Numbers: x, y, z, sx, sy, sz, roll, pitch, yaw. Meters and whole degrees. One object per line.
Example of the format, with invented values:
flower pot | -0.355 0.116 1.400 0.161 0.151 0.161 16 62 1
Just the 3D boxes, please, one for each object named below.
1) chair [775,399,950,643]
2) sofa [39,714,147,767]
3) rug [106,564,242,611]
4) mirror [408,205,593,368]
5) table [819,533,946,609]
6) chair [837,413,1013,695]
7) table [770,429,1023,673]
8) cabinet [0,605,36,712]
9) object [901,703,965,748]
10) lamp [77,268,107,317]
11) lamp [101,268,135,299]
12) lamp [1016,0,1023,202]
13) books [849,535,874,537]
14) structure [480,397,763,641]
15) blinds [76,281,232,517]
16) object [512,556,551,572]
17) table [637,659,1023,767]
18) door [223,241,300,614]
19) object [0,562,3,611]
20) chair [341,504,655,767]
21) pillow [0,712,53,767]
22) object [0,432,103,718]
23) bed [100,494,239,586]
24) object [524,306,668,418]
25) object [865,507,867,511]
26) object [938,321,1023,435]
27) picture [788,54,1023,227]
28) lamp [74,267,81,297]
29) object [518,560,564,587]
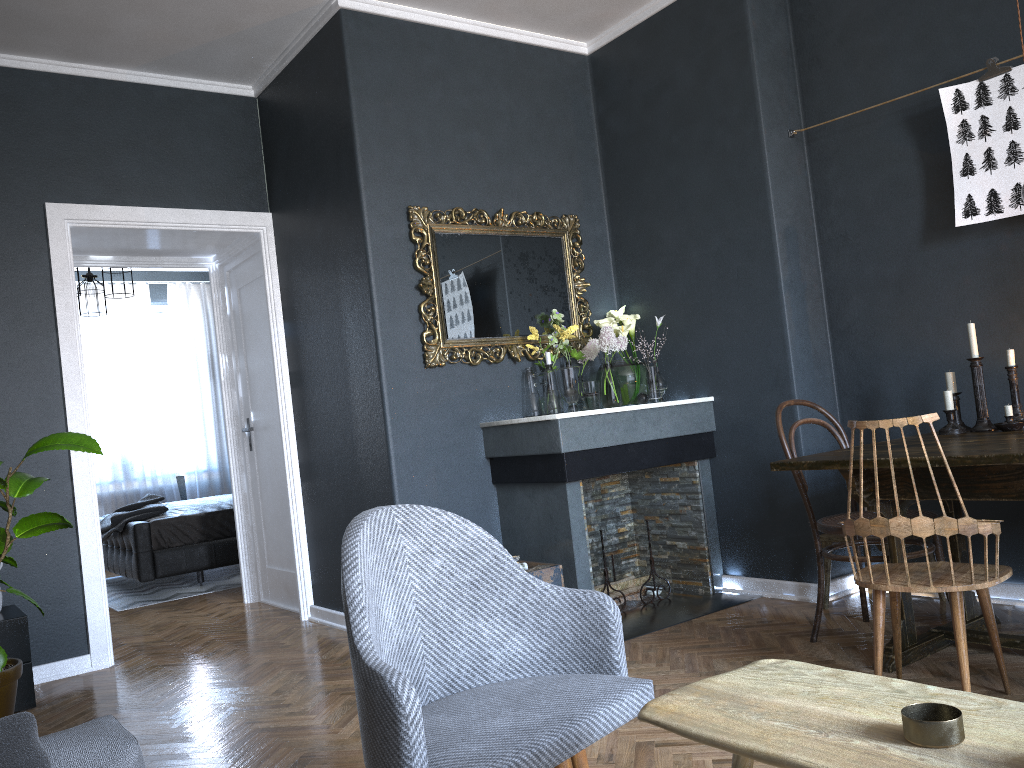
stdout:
chair | 1.329 0.493 3.340 0.437 0.920 0.550 -5 -2 -33
sofa | -0.250 0.600 0.188 0.969 0.798 2.343 -5 -3 -36
rug | -2.633 1.576 7.179 1.457 0.013 2.047 -5 -3 -36
mirror | -0.021 -0.495 4.469 1.056 0.784 0.067 -5 -2 -36
table | 1.577 0.790 3.803 0.364 0.317 0.370 -5 -3 -36
chair | 1.202 0.513 2.599 0.456 0.856 0.383 -8 -2 40
table | 1.823 0.505 2.653 1.125 0.727 1.606 -5 -3 -35
cabinet | -2.387 1.201 3.677 0.650 0.390 0.457 -5 -3 -36
object | 0.559 0.372 0.877 0.103 0.033 0.369 -5 -3 -25
lamp | -3.559 -0.951 7.464 0.210 0.746 0.210 -6 -2 -22
lamp | -2.988 -1.039 6.662 0.210 0.769 0.210 -6 -2 -22
lamp | 1.030 -1.275 2.511 1.590 1.573 0.583 -6 -2 -4
books | 1.551 0.627 3.823 0.219 0.013 0.272 -7 -2 11
structure | 0.525 0.605 4.283 1.065 0.980 0.835 -5 -2 -36
blinds | -4.213 0.405 8.530 3.990 2.787 0.313 -5 -2 -36
object | -0.085 0.901 3.919 0.369 0.246 0.533 -5 -3 -35
table | 0.537 0.671 0.994 0.339 0.549 0.788 -5 -2 -36
door | -1.473 0.264 5.390 0.162 2.186 0.858 -5 -2 -36
object | -2.337 0.869 3.788 0.228 0.268 0.229 -6 -2 -2
chair | -0.059 0.636 1.723 0.495 0.811 0.644 -8 -2 33
pillow | -0.584 0.481 0.731 0.442 0.361 0.798 -6 -2 -18
object | -2.108 0.390 3.073 1.117 1.898 0.764 -5 -2 -42
bed | -2.301 0.968 7.520 2.373 1.161 2.268 -5 -3 -36
object | 0.437 -0.145 4.499 0.726 0.546 0.475 -5 -2 -33
object | 1.531 0.511 3.810 0.074 0.173 0.074 -7 -2 9
object | 1.737 -0.031 3.321 0.223 0.419 0.368 -5 -2 -34
picture | 2.623 -1.033 2.330 0.057 0.770 4.462 -5 -3 -36
lamp | -3.416 -1.021 6.715 0.210 0.713 0.210 -6 -2 -22
object | -0.079 0.977 3.914 0.383 0.326 0.553 -5 -3 -36
